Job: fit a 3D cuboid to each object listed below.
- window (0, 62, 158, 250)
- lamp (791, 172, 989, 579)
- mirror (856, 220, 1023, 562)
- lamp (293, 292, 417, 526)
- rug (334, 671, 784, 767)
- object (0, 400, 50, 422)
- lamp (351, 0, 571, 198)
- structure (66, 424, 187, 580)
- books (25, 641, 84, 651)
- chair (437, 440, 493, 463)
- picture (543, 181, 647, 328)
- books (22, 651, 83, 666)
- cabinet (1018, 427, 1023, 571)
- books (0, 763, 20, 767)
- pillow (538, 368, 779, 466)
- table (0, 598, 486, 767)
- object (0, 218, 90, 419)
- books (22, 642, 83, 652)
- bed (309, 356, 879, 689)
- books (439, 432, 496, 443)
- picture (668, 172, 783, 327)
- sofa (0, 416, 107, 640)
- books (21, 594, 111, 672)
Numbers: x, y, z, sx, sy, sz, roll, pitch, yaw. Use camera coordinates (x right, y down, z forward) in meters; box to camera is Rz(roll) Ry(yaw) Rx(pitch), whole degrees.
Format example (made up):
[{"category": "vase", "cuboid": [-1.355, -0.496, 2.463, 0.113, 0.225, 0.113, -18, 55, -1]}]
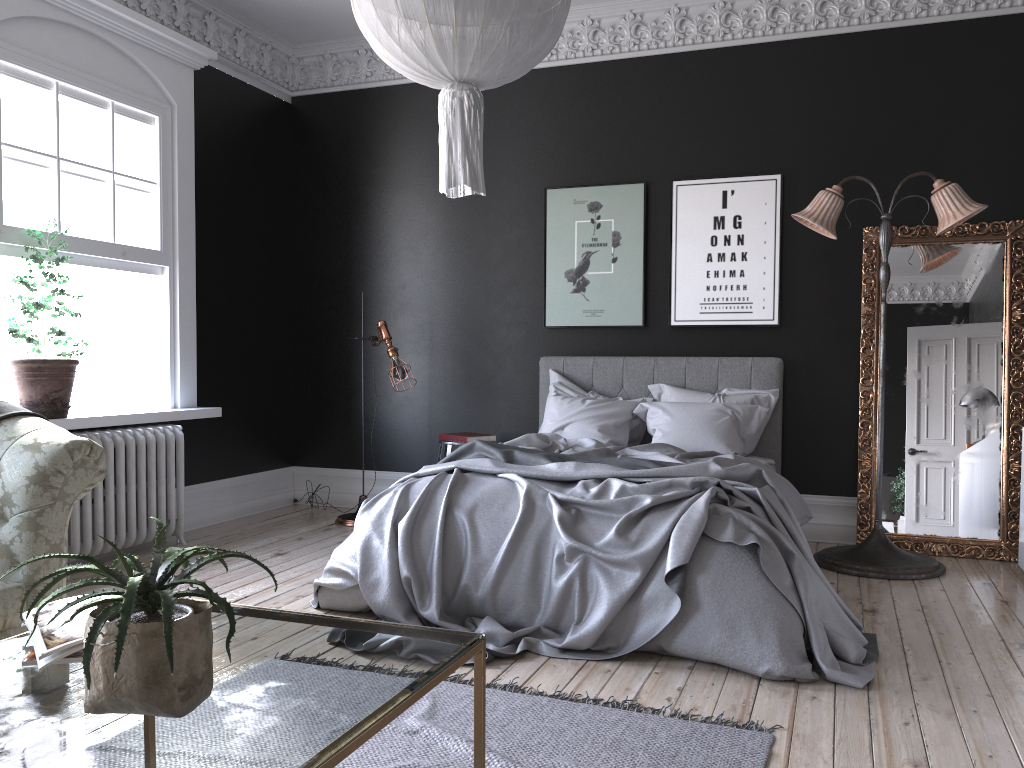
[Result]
[{"category": "window", "cuboid": [-2.663, -1.320, 5.504, 0.056, 1.018, 1.262, 1, 2, 20]}, {"category": "lamp", "cuboid": [2.289, -0.080, 5.478, 0.772, 2.413, 0.985, -2, 3, -37]}, {"category": "mirror", "cuboid": [2.823, 0.029, 5.851, 0.991, 2.194, 0.254, 1, 3, 20]}, {"category": "lamp", "cuboid": [-1.277, 0.176, 7.079, 0.437, 1.780, 1.717, -1, 3, -31]}, {"category": "rug", "cuboid": [-0.676, 1.189, 1.785, 2.105, 0.050, 3.642, 1, 2, 21]}, {"category": "object", "cuboid": [-2.601, 0.308, 3.566, 1.367, 0.585, 0.516, 0, 2, -20]}, {"category": "lamp", "cuboid": [-0.179, -1.698, 3.145, 0.783, 2.050, 0.781, -1, 3, -26]}, {"category": "structure", "cuboid": [-2.474, 0.702, 5.529, 0.276, 0.849, 1.140, 1, 2, 20]}, {"category": "books", "cuboid": [-0.972, 0.580, 2.131, 0.252, 0.011, 0.318, 0, 1, -8]}, {"category": "chair", "cuboid": [-0.341, 0.754, 6.592, 0.613, 0.673, 0.613, -1, 2, -25]}, {"category": "picture", "cuboid": [0.619, -0.966, 6.715, 0.791, 1.079, 0.014, 1, 3, 20]}, {"category": "books", "cuboid": [-0.975, 0.602, 2.104, 0.252, 0.011, 0.318, 0, 2, -13]}, {"category": "cabinet", "cuboid": [2.921, 0.729, 4.137, 0.570, 0.883, 2.395, 1, 2, 20]}, {"category": "books", "cuboid": [-0.920, 0.612, 1.279, 0.220, 0.024, 0.307, 1, 2, 20]}, {"category": "pillow", "cuboid": [0.888, 0.269, 6.195, 1.830, 0.760, 0.679, 1, 2, 20]}, {"category": "table", "cuboid": [-0.832, 0.921, 1.782, 1.092, 0.558, 1.448, 1, 2, 20]}, {"category": "object", "cuboid": [-2.680, -0.368, 5.093, 0.474, 1.135, 0.505, -1, 3, -30]}, {"category": "books", "cuboid": [-0.969, 0.590, 2.147, 0.252, 0.011, 0.318, 0, 1, 2]}, {"category": "bed", "cuboid": [0.445, 0.478, 5.182, 2.765, 1.299, 3.281, 1, 2, 9]}, {"category": "books", "cuboid": [-0.328, 0.396, 6.571, 0.275, 0.045, 0.346, -1, 2, -40]}, {"category": "picture", "cuboid": [1.528, -0.952, 6.377, 0.791, 1.079, 0.014, 1, 3, 20]}, {"category": "sofa", "cuboid": [-2.843, 0.617, 2.642, 1.606, 1.161, 2.811, 1, 2, 21]}, {"category": "books", "cuboid": [-0.975, 0.547, 2.073, 0.273, 0.109, 0.322, -1, 2, -35]}]
